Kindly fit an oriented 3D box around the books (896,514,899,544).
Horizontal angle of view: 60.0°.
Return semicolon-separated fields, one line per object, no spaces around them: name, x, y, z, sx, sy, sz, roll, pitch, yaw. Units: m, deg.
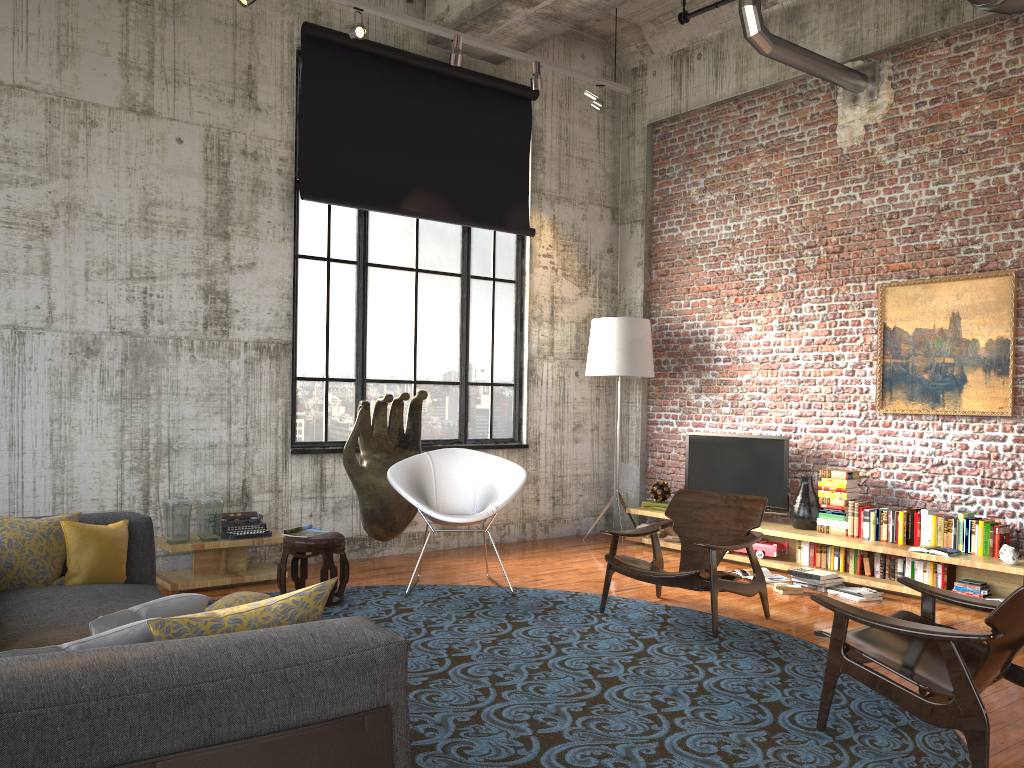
books;3.074;1.131;6.955;0.168;0.231;0.037;1;1;-38

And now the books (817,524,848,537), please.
books;2.732;1.217;7.414;0.198;0.066;0.284;2;-1;-38

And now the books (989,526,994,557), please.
books;3.510;1.138;6.421;0.161;0.223;0.026;1;1;-38

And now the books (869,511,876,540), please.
books;2.926;1.135;7.116;0.161;0.223;0.027;1;1;-38

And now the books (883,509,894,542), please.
books;2.999;1.123;7.024;0.171;0.246;0.032;1;1;-38

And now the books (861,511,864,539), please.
books;2.879;1.135;7.170;0.161;0.223;0.026;1;1;-38

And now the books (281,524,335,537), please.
books;-1.412;1.018;6.140;0.229;0.043;0.300;1;-1;26

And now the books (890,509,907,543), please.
books;3.043;1.116;6.976;0.180;0.259;0.034;1;1;-38

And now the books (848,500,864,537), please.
books;2.819;1.101;7.250;0.176;0.291;0.044;1;1;-38

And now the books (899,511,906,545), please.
books;3.082;1.119;6.916;0.183;0.254;0.034;1;1;-38

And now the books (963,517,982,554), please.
books;3.409;1.120;6.560;0.180;0.259;0.060;1;1;-38

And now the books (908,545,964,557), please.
books;3.115;1.224;6.524;0.214;0.040;0.316;2;-1;-38

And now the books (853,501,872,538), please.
books;2.858;1.104;7.227;0.198;0.284;0.040;1;1;-38

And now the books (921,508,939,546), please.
books;3.212;1.105;6.813;0.176;0.291;0.053;1;1;-38

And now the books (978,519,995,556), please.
books;3.473;1.123;6.487;0.183;0.253;0.034;1;1;-38

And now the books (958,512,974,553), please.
books;3.381;1.105;6.599;0.176;0.291;0.036;1;1;-38

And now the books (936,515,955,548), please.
books;3.284;1.127;6.716;0.171;0.246;0.057;1;1;-38

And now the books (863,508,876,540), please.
books;2.901;1.126;7.141;0.175;0.240;0.045;1;1;-38

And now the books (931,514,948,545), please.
books;3.254;1.123;6.750;0.183;0.253;0.034;1;1;-38

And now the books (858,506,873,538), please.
books;2.871;1.121;7.196;0.160;0.251;0.026;1;1;-38

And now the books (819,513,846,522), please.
books;2.723;1.109;7.414;0.174;0.045;0.240;2;-1;-38

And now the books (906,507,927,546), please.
books;3.150;1.108;6.906;0.198;0.284;0.066;1;1;-38

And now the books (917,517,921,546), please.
books;3.180;1.138;6.839;0.161;0.223;0.026;1;1;-38

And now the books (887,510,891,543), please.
books;3.021;1.121;7.001;0.160;0.251;0.032;1;1;-38

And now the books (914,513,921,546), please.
books;3.166;1.125;6.861;0.160;0.250;0.026;1;1;-38

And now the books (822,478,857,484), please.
books;2.736;0.805;7.401;0.168;0.037;0.231;2;-1;-38

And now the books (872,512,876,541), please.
books;2.935;1.134;7.090;0.161;0.223;0.026;1;1;-38

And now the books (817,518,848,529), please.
books;2.727;1.158;7.406;0.176;0.053;0.290;2;-1;-38

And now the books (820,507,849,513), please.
books;2.722;1.048;7.404;0.161;0.027;0.223;2;-1;-38

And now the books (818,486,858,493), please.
books;2.724;0.875;7.403;0.183;0.034;0.253;2;-1;-38

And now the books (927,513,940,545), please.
books;3.237;1.123;6.779;0.183;0.253;0.034;1;1;-38

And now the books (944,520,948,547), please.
books;3.308;1.138;6.682;0.161;0.223;0.027;1;1;-38

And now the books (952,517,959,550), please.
books;3.352;1.123;6.621;0.183;0.253;0.034;1;1;-38

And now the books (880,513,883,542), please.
books;2.982;1.134;7.049;0.161;0.223;0.027;1;1;-38

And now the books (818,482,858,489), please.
books;2.722;0.841;7.400;0.183;0.034;0.253;2;-1;-38

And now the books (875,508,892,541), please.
books;2.965;1.119;7.075;0.183;0.254;0.034;1;1;-38

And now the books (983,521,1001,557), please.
books;3.497;1.129;6.456;0.174;0.240;0.045;1;1;-38

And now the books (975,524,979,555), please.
books;3.448;1.138;6.505;0.161;0.223;0.027;1;1;-38

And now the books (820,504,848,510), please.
books;2.720;1.022;7.402;0.161;0.026;0.223;2;-1;-38

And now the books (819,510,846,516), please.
books;2.721;1.074;7.404;0.160;0.026;0.250;2;-1;-38

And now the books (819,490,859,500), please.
books;2.727;0.922;7.404;0.180;0.060;0.259;2;-1;-38

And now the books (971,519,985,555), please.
books;3.432;1.124;6.525;0.160;0.250;0.026;1;1;-38

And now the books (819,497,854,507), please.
books;2.725;0.980;7.405;0.171;0.057;0.246;2;-1;-38

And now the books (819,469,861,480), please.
books;2.740;0.754;7.406;0.198;0.066;0.259;2;-1;-38

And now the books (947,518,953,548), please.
books;3.336;1.130;6.659;0.174;0.240;0.045;1;1;-38

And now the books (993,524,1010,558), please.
books;3.538;1.134;6.403;0.168;0.231;0.037;1;1;-38
